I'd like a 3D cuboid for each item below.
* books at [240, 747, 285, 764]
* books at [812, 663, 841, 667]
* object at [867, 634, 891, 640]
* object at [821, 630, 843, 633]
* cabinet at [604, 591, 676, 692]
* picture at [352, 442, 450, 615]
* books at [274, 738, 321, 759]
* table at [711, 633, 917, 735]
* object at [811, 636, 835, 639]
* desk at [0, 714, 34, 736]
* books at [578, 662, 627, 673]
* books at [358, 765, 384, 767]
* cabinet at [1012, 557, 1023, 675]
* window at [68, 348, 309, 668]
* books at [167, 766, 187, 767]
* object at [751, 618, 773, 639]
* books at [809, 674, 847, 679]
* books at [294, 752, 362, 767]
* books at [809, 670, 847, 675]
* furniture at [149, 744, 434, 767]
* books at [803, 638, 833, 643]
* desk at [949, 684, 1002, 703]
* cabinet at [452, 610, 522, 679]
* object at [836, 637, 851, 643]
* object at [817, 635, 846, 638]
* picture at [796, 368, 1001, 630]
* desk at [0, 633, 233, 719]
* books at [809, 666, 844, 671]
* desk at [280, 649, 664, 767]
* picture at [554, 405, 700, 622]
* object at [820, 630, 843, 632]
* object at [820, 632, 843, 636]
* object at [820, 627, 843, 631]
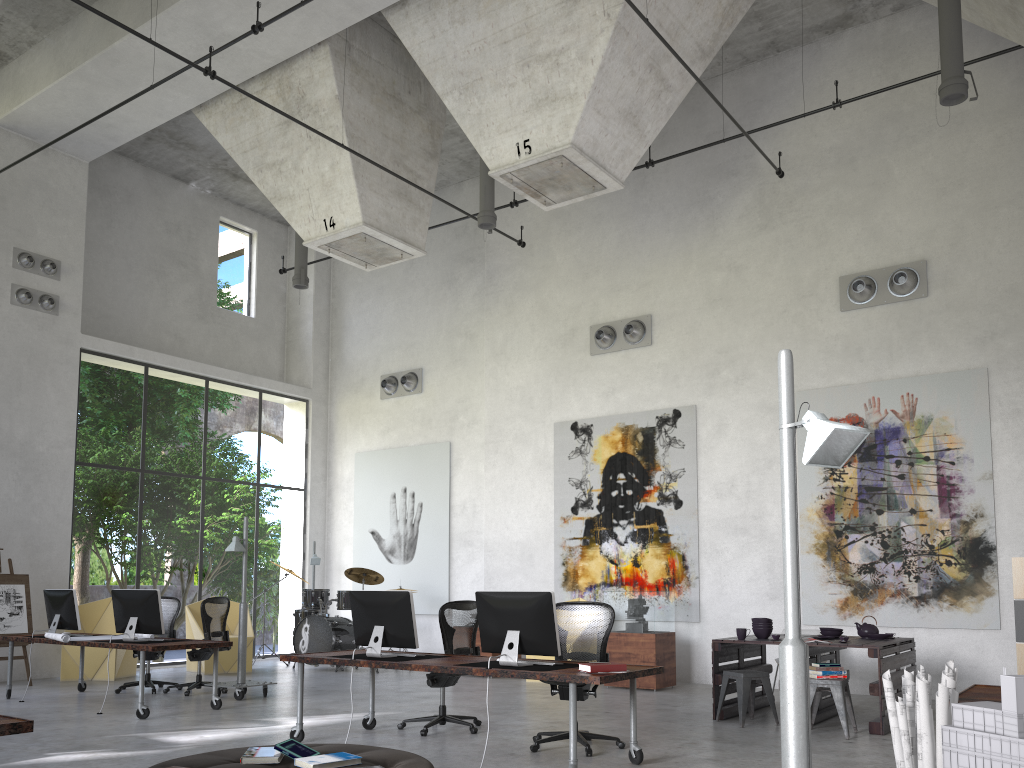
[{"bbox_3d":[-1.313,1.963,4.646,0.197,0.034,0.290,2,-13,-8],"label":"books"},{"bbox_3d":[2.825,2.527,7.900,0.204,0.025,0.147,2,-13,-8],"label":"books"},{"bbox_3d":[3.660,2.522,8.764,0.229,0.046,0.234,-3,-13,13],"label":"object"},{"bbox_3d":[3.284,2.558,9.020,0.229,0.062,0.233,-7,-15,30],"label":"object"},{"bbox_3d":[1.672,3.345,11.501,0.747,1.237,0.601,-5,-9,35],"label":"cabinet"},{"bbox_3d":[-2.045,2.653,15.956,2.351,2.975,0.020,-6,-8,35],"label":"picture"},{"bbox_3d":[-1.138,1.951,4.665,0.205,0.101,0.147,-4,-11,20],"label":"books"},{"bbox_3d":[3.069,2.967,8.863,1.612,0.783,1.526,-8,-14,35],"label":"table"},{"bbox_3d":[3.112,2.545,8.806,0.235,0.019,0.238,-8,-15,30],"label":"object"},{"bbox_3d":[-3.365,1.578,2.771,0.980,0.712,3.173,-7,-15,34],"label":"desk"},{"bbox_3d":[0.624,1.967,6.101,0.286,0.051,0.206,5,-14,-22],"label":"books"},{"bbox_3d":[-0.772,1.881,4.265,0.302,0.039,0.224,5,-14,-19],"label":"books"},{"bbox_3d":[6.784,2.465,8.479,3.336,1.608,0.517,-8,-10,35],"label":"cabinet"},{"bbox_3d":[-5.268,2.283,14.944,0.020,4.816,4.620,-4,-10,35],"label":"window"},{"bbox_3d":[-1.588,1.863,4.185,0.255,0.032,0.177,-6,-14,26],"label":"books"},{"bbox_3d":[2.548,2.483,8.937,0.194,0.211,0.216,-6,-11,36],"label":"object"},{"bbox_3d":[2.826,2.621,7.889,0.284,0.034,0.202,2,-13,-8],"label":"books"},{"bbox_3d":[-0.938,1.928,4.491,0.287,0.033,0.200,11,-17,-40],"label":"books"},{"bbox_3d":[2.826,2.587,7.892,0.285,0.033,0.201,6,-14,-23],"label":"books"},{"bbox_3d":[-1.138,2.146,4.451,1.520,0.421,1.528,-9,-16,36],"label":"furniture"},{"bbox_3d":[2.867,2.443,8.374,0.304,0.029,0.228,-1,-13,3],"label":"books"},{"bbox_3d":[3.775,1.862,3.956,3.152,0.713,0.976,-9,-14,35],"label":"desk"},{"bbox_3d":[-0.371,3.835,13.112,0.739,0.998,0.752,-6,-10,35],"label":"cabinet"},{"bbox_3d":[3.120,2.405,8.271,0.137,0.055,0.119,-2,-12,11],"label":"object"},{"bbox_3d":[3.284,2.595,9.020,0.295,0.024,0.301,-3,-13,13],"label":"object"},{"bbox_3d":[4.615,1.440,10.700,2.231,2.975,0.020,-6,-8,35],"label":"picture"},{"bbox_3d":[-4.513,3.220,9.845,3.150,0.713,0.987,-9,-14,35],"label":"desk"},{"bbox_3d":[2.821,2.556,7.898,0.254,0.032,0.178,1,-13,-3],"label":"books"},{"bbox_3d":[-0.437,2.547,6.926,3.150,0.713,0.987,-9,-14,35],"label":"desk"},{"bbox_3d":[1.612,1.931,12.829,2.369,2.975,0.020,-6,-8,35],"label":"picture"},{"bbox_3d":[3.285,2.547,9.026,0.230,0.062,0.232,-7,-15,30],"label":"object"},{"bbox_3d":[3.282,2.574,9.020,0.229,0.046,0.234,1,-13,-5],"label":"object"},{"bbox_3d":[3.278,2.535,9.028,0.230,0.057,0.232,-9,-15,34],"label":"object"}]
